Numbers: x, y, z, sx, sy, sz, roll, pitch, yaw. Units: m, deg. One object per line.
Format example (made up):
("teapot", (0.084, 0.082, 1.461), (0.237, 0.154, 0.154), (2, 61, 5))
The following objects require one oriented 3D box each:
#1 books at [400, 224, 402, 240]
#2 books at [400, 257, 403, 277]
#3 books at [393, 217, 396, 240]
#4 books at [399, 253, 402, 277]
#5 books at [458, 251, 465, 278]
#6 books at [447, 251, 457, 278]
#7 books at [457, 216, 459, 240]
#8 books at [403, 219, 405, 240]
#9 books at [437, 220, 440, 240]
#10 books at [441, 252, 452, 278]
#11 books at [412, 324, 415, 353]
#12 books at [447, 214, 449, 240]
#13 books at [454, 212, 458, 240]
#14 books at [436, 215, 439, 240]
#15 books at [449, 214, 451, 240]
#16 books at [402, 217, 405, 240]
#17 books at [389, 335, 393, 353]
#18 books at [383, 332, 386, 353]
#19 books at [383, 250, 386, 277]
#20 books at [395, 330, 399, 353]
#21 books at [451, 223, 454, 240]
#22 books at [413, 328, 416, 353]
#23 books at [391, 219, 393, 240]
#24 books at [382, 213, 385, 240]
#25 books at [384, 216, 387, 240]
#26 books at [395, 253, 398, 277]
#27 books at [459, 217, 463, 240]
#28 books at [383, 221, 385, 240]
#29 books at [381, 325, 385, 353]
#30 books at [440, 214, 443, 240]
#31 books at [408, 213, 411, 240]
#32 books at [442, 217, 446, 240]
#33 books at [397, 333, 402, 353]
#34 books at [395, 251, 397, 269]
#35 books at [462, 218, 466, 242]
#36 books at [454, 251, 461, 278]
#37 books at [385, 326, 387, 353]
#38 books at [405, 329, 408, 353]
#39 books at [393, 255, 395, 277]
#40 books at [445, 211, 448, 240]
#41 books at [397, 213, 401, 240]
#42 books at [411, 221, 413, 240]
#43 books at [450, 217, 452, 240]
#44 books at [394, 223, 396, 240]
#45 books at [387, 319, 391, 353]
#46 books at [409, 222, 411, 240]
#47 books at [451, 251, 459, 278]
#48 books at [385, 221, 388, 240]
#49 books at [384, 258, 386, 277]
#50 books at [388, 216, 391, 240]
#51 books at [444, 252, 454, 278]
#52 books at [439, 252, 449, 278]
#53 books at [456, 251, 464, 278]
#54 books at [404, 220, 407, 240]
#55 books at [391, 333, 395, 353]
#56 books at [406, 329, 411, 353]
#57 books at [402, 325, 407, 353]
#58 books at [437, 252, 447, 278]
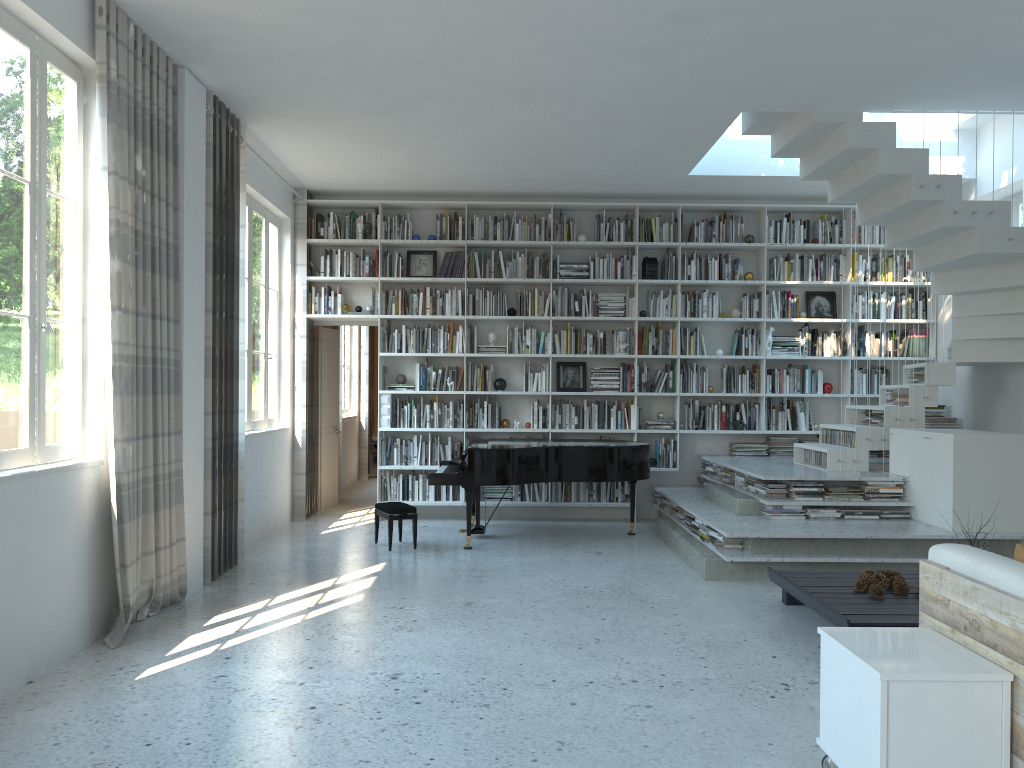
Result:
("books", (-1.100, -1.494, 8.839), (0.026, 0.182, 0.161), (0, 0, -1))
("books", (-1.100, -1.143, 8.826), (0.012, 0.214, 0.185), (0, 0, -1))
("books", (-1.172, -1.525, 8.840), (0.016, 0.243, 0.156), (0, 0, -1))
("books", (-1.113, -1.163, 8.833), (0.012, 0.254, 0.166), (0, 0, -1))
("books", (-0.496, -1.174, 8.847), (0.078, 0.285, 0.174), (0, 0, -1))
("books", (-0.598, -1.171, 8.840), (0.097, 0.282, 0.174), (0, 0, -1))
("books", (-0.537, -1.528, 8.857), (0.022, 0.260, 0.152), (0, 0, -1))
("books", (-1.068, -1.512, 8.836), (0.013, 0.219, 0.181), (0, 0, -1))
("books", (-0.726, -1.509, 8.844), (0.028, 0.218, 0.153), (0, 0, -1))
("books", (-0.650, -1.169, 8.842), (0.110, 0.279, 0.174), (0, 0, -1))
("books", (-0.980, -0.446, 8.842), (0.011, 0.293, 0.183), (0, 0, -1))
("books", (-0.639, -1.541, 8.850), (0.013, 0.283, 0.166), (0, 0, -1))
("books", (-0.560, -1.547, 8.833), (0.025, 0.297, 0.163), (0, 0, -1))
("books", (-0.746, -1.539, 8.856), (0.013, 0.278, 0.151), (0, 0, -1))
("books", (-0.617, -1.536, 8.839), (0.011, 0.274, 0.183), (0, 0, -1))
("books", (-1.080, -1.529, 8.845), (0.013, 0.253, 0.129), (0, 0, -1))
("books", (-1.200, -0.392, 8.832), (0.037, 0.182, 0.189), (0, 0, -1))
("books", (-1.267, -0.406, 8.845), (0.026, 0.209, 0.155), (0, 0, -1))
("books", (-1.269, -1.180, 8.838), (0.006, 0.287, 0.148), (0, 0, -1))
("books", (-1.143, -0.419, 8.835), (0.022, 0.235, 0.177), (0, 0, -1))
("books", (-0.586, -1.494, 8.844), (0.027, 0.190, 0.177), (0, 0, -1))
("books", (-0.964, -0.423, 8.834), (0.021, 0.247, 0.189), (0, 0, -1))
("books", (-1.186, -1.516, 8.836), (0.013, 0.225, 0.177), (0, 0, -1))
("books", (-1.282, -1.547, 8.847), (0.007, 0.285, 0.159), (0, 0, -1))
("books", (-1.258, -1.533, 8.845), (0.007, 0.259, 0.156), (0, 0, -1))
("books", (-1.141, -1.165, 8.825), (0.023, 0.258, 0.183), (0, 0, -1))
("books", (-0.510, -1.525, 8.844), (0.031, 0.254, 0.178), (0, 0, -1))
("books", (-1.270, -1.506, 8.839), (0.017, 0.204, 0.142), (0, 0, -1))
("books", (-1.285, -0.444, 8.853), (0.012, 0.285, 0.159), (0, 0, -1))
("books", (-0.700, -1.539, 8.839), (0.024, 0.280, 0.187), (0, 0, -1))
("books", (-1.026, -1.549, 8.861), (0.015, 0.293, 0.130), (0, 0, -1))
("books", (-0.674, -1.524, 8.838), (0.028, 0.249, 0.155), (0, 0, -1))
("books", (-1.118, -0.402, 8.825), (0.028, 0.204, 0.188), (0, 0, -1))
("books", (-1.155, -1.177, 8.835), (0.005, 0.281, 0.190), (0, 0, -1))
("books", (-0.474, -1.524, 8.860), (0.039, 0.252, 0.146), (0, 0, -1))
("books", (-0.542, -1.174, 8.865), (0.078, 0.285, 0.174), (0, 0, -1))
("books", (-1.243, -0.435, 8.828), (0.027, 0.266, 0.176), (0, 0, -1))
("books", (-1.055, -0.423, 8.839), (0.011, 0.246, 0.176), (0, 0, -1))
("books", (-1.167, -1.158, 8.836), (0.019, 0.244, 0.153), (0, 0, -1))
("books", (-0.653, -1.559, 8.864), (0.014, 0.321, 0.136), (0, 0, -1))
("books", (-1.120, -1.543, 8.821), (0.015, 0.279, 0.190), (0, 0, -1))
("books", (-0.999, -1.507, 8.854), (0.013, 0.210, 0.136), (0, 0, -1))
("books", (-0.606, -1.526, 8.868), (0.013, 0.254, 0.129), (0, 0, -1))
("books", (-1.158, -1.499, 8.850), (0.014, 0.192, 0.146), (0, 0, -1))
("books", (-1.223, -0.468, 8.825), (0.012, 0.334, 0.184), (0, 0, -1))
("books", (-1.012, -1.503, 8.844), (0.014, 0.202, 0.170), (0, 0, -1))
("books", (-0.565, -1.174, 8.861), (0.078, 0.285, 0.174), (0, 0, -1))
("books", (-1.239, -1.509, 8.845), (0.032, 0.210, 0.158), (0, 0, -1))
("books", (-1.258, -1.139, 8.842), (0.015, 0.207, 0.172), (0, 0, -1))
("books", (-1.216, -1.528, 8.838), (0.012, 0.249, 0.180), (0, 0, -1))
("books", (-0.628, -1.169, 8.860), (0.110, 0.279, 0.174), (0, 0, -1))
("books", (-0.673, -1.169, 8.859), (0.110, 0.279, 0.174), (0, 0, -1))
("books", (-0.519, -1.174, 8.861), (0.078, 0.285, 0.174), (0, 0, -1))
("books", (-1.051, -1.509, 8.829), (0.021, 0.214, 0.173), (0, 0, -1))
("books", (-1.176, -0.405, 8.851), (0.042, 0.209, 0.143), (0, 0, -1))
("books", (-1.025, -0.421, 8.863), (0.049, 0.243, 0.139), (0, 0, -1))
("books", (-1.071, -0.441, 8.847), (0.023, 0.281, 0.174), (0, 0, -1))
("books", (-0.696, -1.170, 8.850), (0.110, 0.279, 0.174), (0, 0, -1))
